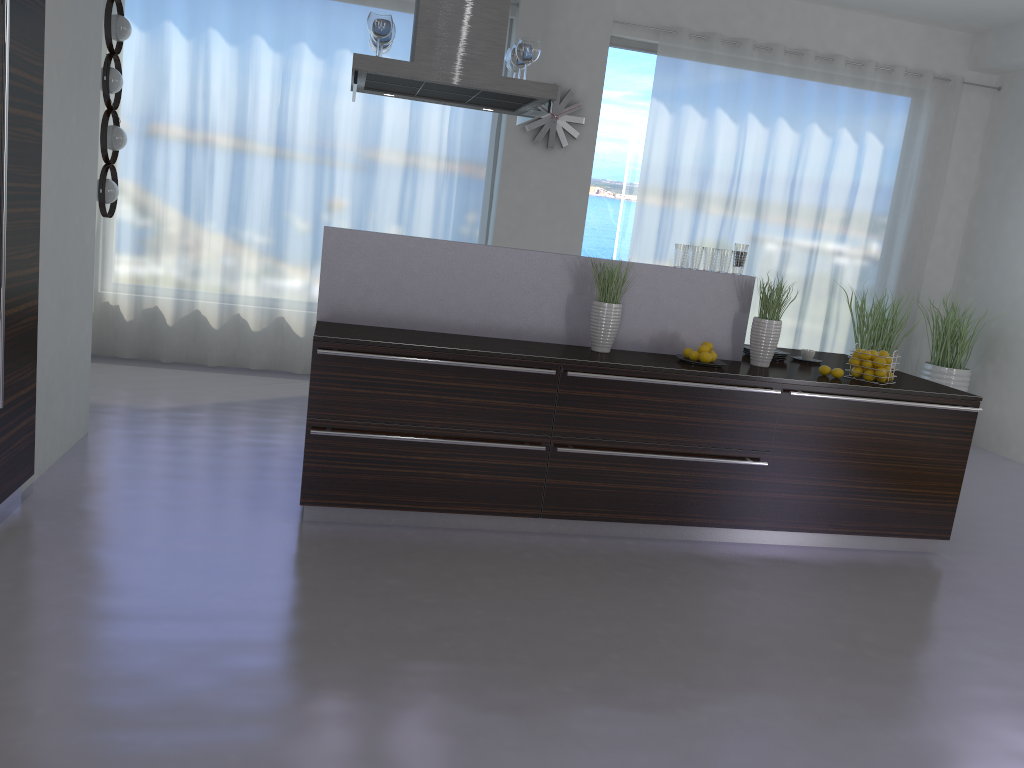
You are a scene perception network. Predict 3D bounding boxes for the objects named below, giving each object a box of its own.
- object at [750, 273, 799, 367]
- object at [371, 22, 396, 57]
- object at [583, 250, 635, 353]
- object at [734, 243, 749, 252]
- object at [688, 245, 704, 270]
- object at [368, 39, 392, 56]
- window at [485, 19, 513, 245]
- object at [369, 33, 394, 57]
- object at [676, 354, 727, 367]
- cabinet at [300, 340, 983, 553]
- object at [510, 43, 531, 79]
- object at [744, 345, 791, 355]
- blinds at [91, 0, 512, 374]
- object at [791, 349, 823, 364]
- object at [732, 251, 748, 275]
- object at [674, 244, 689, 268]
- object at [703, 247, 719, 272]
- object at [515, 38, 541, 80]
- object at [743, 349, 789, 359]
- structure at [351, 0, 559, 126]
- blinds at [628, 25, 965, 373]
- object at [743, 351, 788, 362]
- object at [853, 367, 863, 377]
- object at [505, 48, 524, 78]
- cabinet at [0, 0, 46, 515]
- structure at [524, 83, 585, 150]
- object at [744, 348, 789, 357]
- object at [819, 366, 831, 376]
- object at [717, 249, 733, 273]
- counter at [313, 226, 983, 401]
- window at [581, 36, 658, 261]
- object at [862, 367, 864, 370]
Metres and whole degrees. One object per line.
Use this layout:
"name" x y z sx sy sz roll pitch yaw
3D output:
"object" 1.330 -0.334 4.531 0.247 0.502 0.269 13 12 30
"object" -0.648 -1.691 4.416 0.125 0.221 0.125 9 11 13
"object" 0.467 -0.403 4.326 0.269 0.502 0.247 5 11 -11
"object" 1.186 -0.668 4.614 0.072 0.119 0.071 13 12 28
"object" 0.945 -0.651 4.572 0.072 0.119 0.071 13 12 28
"object" -0.704 -1.752 4.709 0.125 0.221 0.125 9 11 13
"window" -1.614 -1.837 7.081 3.000 2.500 0.100 5 11 -12
"object" -0.678 -1.723 4.568 0.125 0.221 0.125 9 11 13
"object" 0.940 -0.113 4.411 0.232 0.020 0.232 6 11 -3
"cabinet" 0.587 0.218 4.808 3.285 0.852 1.377 5 11 -12
"object" 0.042 -1.636 4.583 0.125 0.221 0.125 9 11 13
"object" 1.241 -0.276 4.979 0.646 0.147 0.269 9 11 13
"blinds" -1.754 -1.623 6.867 3.245 3.112 0.120 5 11 -12
"object" 1.670 -0.158 5.015 0.153 0.069 0.153 -1 13 -38
"object" 1.181 -0.630 4.622 0.072 0.119 0.071 13 12 28
"object" 0.866 -0.657 4.556 0.071 0.119 0.072 15 13 37
"object" 1.024 -0.644 4.589 0.072 0.119 0.071 13 12 28
"object" 0.072 -1.604 4.432 0.125 0.221 0.125 9 11 13
"object" 1.412 -0.164 4.953 0.232 0.020 0.232 6 11 -3
"structure" -0.277 -2.051 4.536 0.981 1.231 0.915 5 11 -12
"blinds" 2.409 -1.268 7.731 2.830 3.112 0.120 5 11 -12
"object" 1.411 -0.154 4.955 0.232 0.020 0.232 6 11 -3
"object" 1.789 -0.062 4.588 0.061 0.053 0.053 13 12 30
"object" 0.016 -1.666 4.724 0.125 0.221 0.125 9 11 13
"cabinet" -1.896 -0.387 1.875 0.669 2.500 3.600 5 11 -12
"structure" 0.335 -2.122 7.039 0.505 0.505 0.076 5 11 -12
"object" 1.413 -0.174 4.951 0.232 0.020 0.232 6 11 -8
"object" 1.595 -0.068 4.518 0.053 0.051 0.063 -3 14 -42
"object" 1.102 -0.637 4.605 0.072 0.119 0.071 13 12 28
"counter" 0.614 -0.003 4.778 3.291 1.300 1.302 5 11 -12
"window" 2.045 -1.525 7.841 3.000 2.500 0.100 5 11 -12
"object" 1.826 -0.068 4.636 0.053 0.053 0.061 14 12 32
